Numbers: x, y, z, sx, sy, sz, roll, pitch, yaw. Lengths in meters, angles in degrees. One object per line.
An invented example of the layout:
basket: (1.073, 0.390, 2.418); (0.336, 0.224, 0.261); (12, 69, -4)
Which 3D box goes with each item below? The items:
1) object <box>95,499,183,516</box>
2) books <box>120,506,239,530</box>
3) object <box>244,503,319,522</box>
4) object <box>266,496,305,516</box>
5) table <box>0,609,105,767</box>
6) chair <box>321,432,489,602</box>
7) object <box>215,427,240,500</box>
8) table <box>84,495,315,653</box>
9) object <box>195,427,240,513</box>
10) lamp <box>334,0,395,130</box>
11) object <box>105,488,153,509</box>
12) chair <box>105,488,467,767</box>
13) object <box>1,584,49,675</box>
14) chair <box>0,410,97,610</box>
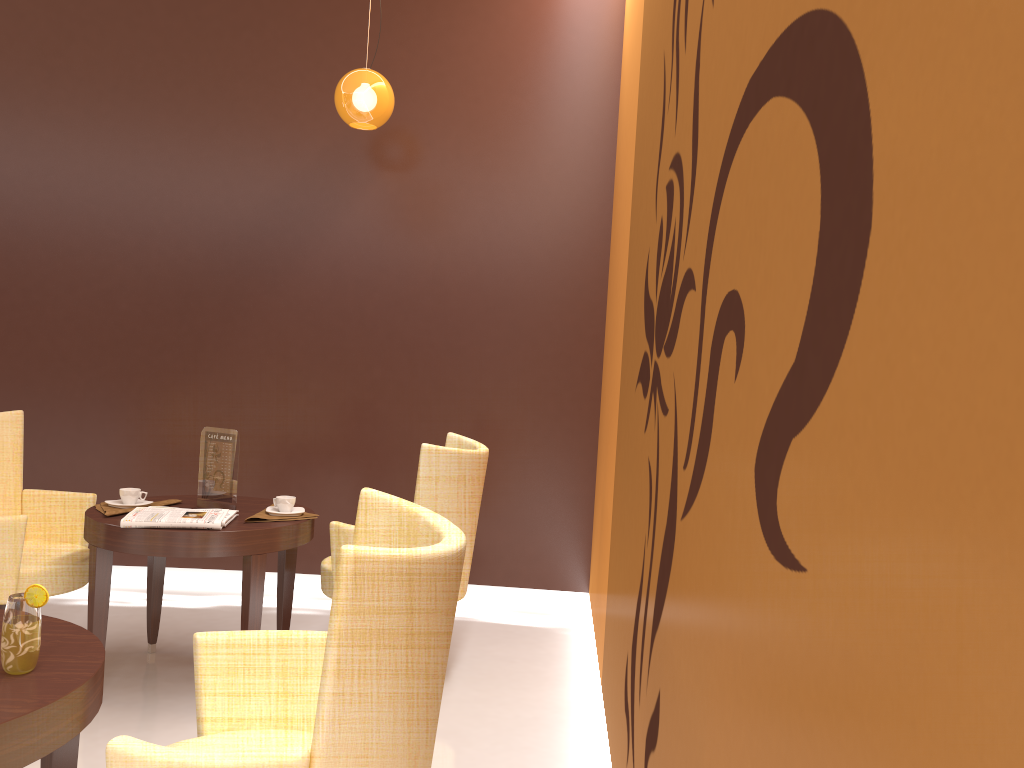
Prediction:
object: (-1.550, 0.483, 3.544); (0.239, 0.021, 0.464); (4, 1, 17)
books: (-1.241, 0.498, 3.313); (0.367, 0.035, 0.345); (3, 1, -7)
object: (-0.899, 0.522, 3.578); (0.239, 0.021, 0.464); (3, 1, -1)
object: (-0.915, 0.492, 3.585); (0.153, 0.069, 0.153); (3, 1, -13)
table: (-1.260, 0.875, 1.665); (0.872, 0.679, 0.874); (4, 1, 35)
chair: (-0.469, 0.727, 3.792); (0.685, 1.017, 0.729); (4, 1, 3)
object: (-1.186, 0.360, 2.613); (0.187, 0.335, 2.090); (3, 1, -1)
table: (-1.260, 0.851, 3.579); (0.872, 0.679, 0.874); (4, 1, 40)
object: (-1.195, 0.347, 3.610); (0.209, 0.335, 0.042); (4, 1, 26)
lamp: (-0.703, -2.042, 4.445); (0.299, 1.500, 0.299); (4, 1, 3)
object: (-1.530, 0.455, 3.546); (0.153, 0.069, 0.153); (4, 1, 30)
chair: (-0.460, 0.753, 1.752); (0.685, 1.017, 0.729); (3, 1, -9)
object: (-0.939, 0.468, 1.704); (0.072, 0.171, 0.067); (3, 1, -39)
chair: (-2.044, 0.634, 3.543); (0.685, 1.017, 0.729); (3, 1, 0)
